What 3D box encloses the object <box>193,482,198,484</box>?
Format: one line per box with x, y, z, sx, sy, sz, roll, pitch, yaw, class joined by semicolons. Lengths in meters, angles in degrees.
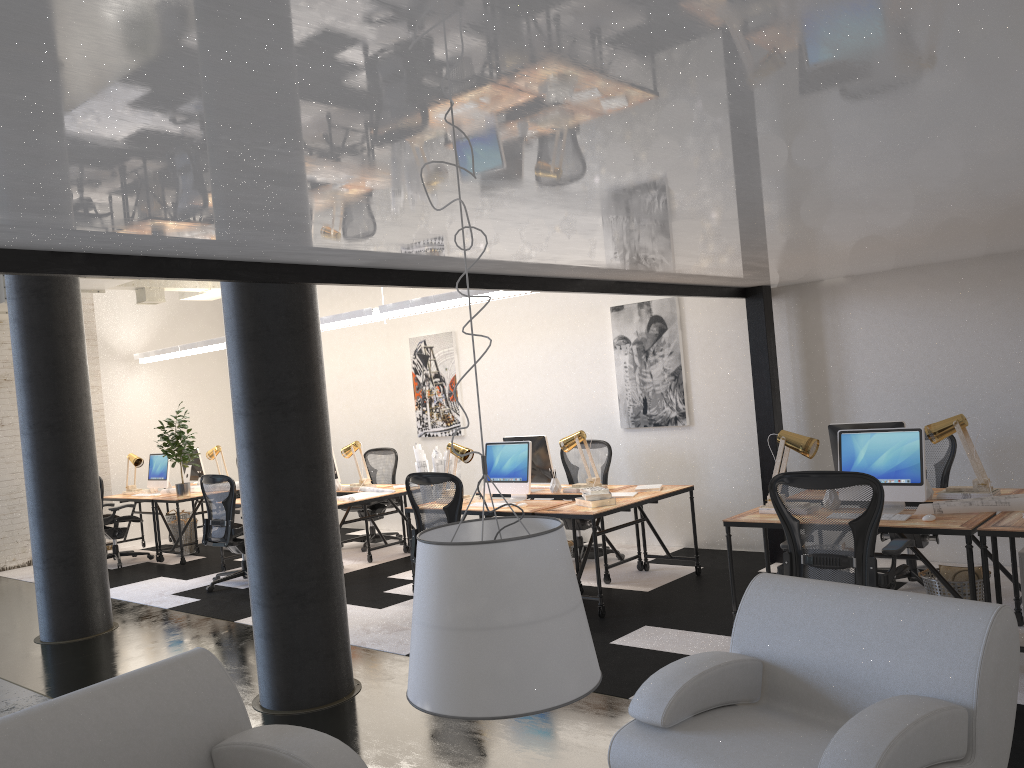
-4.154;1.302;11.681;0.059;0.029;0.106;-5;0;42;object

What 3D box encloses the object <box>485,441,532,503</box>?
-0.018;0.703;7.112;0.484;0.485;0.189;-5;1;41;object

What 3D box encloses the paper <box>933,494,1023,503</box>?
2.861;0.634;4.890;1.134;0.082;0.083;-5;0;6;paper

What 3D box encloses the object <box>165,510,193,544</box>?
-4.302;1.840;11.501;0.359;0.435;0.353;-5;0;38;object

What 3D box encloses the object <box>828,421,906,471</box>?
2.294;0.487;5.699;0.484;0.485;0.189;-5;1;41;object

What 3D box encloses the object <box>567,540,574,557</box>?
0.323;1.424;6.935;0.359;0.435;0.353;-5;0;38;object

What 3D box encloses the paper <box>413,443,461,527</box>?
-0.693;1.139;8.594;0.441;1.198;0.412;-5;1;19;paper

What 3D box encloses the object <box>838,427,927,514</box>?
2.144;0.499;5.129;0.484;0.485;0.189;-5;1;41;object

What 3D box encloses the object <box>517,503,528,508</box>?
0.079;0.920;6.743;0.059;0.029;0.106;-5;0;42;object

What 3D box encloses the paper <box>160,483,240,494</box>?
-3.641;1.224;10.373;1.134;0.082;0.083;-5;0;16;paper

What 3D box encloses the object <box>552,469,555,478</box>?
0.359;0.808;7.401;0.008;0.207;0.054;-5;1;28;object

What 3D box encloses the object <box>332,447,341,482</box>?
-2.069;0.899;9.558;0.484;0.485;0.189;-5;1;41;object

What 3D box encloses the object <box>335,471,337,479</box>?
-1.831;1.014;9.283;0.008;0.207;0.054;-5;1;6;object

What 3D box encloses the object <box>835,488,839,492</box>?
2.238;0.721;6.073;0.059;0.029;0.106;-5;0;42;object

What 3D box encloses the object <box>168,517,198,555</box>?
-3.908;1.801;10.560;0.359;0.435;0.353;-5;0;38;object

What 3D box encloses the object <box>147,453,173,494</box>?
-4.248;1.080;10.737;0.484;0.485;0.189;-5;1;41;object

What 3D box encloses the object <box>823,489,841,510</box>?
1.946;0.698;5.399;0.101;0.127;0.101;-5;0;-4;object

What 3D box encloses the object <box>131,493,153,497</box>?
-4.392;1.326;10.589;0.439;0.017;0.118;-5;0;41;object

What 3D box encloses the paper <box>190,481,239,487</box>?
-3.531;1.214;10.499;1.134;0.082;0.083;-5;0;6;paper

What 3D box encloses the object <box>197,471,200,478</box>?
-3.887;1.185;11.044;0.054;0.207;0.008;-5;1;24;object

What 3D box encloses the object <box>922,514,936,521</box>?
2.241;0.716;4.760;0.059;0.029;0.106;-5;0;42;object

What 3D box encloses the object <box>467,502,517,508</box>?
-0.162;0.950;6.964;0.439;0.017;0.118;-5;0;41;object

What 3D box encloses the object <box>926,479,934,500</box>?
2.524;0.645;5.433;0.101;0.127;0.101;-5;0;-4;object

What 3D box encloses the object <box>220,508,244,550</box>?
-3.252;1.735;10.757;0.221;0.455;0.543;-5;0;41;object

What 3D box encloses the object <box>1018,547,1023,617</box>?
3.140;1.154;5.148;0.221;0.455;0.543;-5;0;41;object

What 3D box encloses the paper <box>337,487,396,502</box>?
-1.494;1.062;8.568;0.568;0.061;0.625;-5;0;39;paper

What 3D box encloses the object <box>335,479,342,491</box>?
-1.839;1.057;9.292;0.101;0.127;0.101;-5;0;-4;object

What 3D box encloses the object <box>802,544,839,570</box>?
2.090;1.260;5.893;0.359;0.435;0.353;-5;0;38;object

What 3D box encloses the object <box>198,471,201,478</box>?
-3.871;1.185;11.026;0.008;0.207;0.054;-5;1;28;object

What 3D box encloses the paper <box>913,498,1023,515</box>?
2.751;0.643;4.765;1.134;0.082;0.083;-5;0;16;paper

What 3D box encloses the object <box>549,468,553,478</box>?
0.344;0.809;7.419;0.054;0.207;0.008;-5;1;24;object

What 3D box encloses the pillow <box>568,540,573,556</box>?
0.379;1.433;6.992;0.239;0.406;0.119;-5;1;42;pillow

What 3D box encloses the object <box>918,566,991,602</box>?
2.484;1.220;4.952;0.359;0.435;0.353;-5;0;38;object

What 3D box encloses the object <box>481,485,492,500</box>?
-0.215;0.902;7.382;0.101;0.127;0.101;-5;0;-4;object

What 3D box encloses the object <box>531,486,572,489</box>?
0.319;0.909;7.835;0.439;0.017;0.118;-5;0;41;object

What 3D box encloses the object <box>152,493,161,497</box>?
-4.151;1.297;10.368;0.059;0.029;0.106;-5;0;42;object

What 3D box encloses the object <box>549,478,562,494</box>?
0.363;0.849;7.416;0.101;0.127;0.101;-5;0;-4;object

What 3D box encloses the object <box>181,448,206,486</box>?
-4.098;1.068;11.307;0.484;0.485;0.189;-5;1;41;object

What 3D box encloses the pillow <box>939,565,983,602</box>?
2.541;1.229;5.009;0.239;0.406;0.119;-5;1;42;pillow

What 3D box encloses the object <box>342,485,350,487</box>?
-1.883;1.116;9.711;0.439;0.017;0.118;-5;0;41;object

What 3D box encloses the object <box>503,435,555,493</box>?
0.132;0.691;7.682;0.484;0.485;0.189;-5;1;41;object

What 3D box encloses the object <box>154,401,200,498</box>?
-3.773;0.737;9.993;0.514;1.078;0.438;-5;1;32;object

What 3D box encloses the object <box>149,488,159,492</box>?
-4.446;1.279;11.007;0.101;0.127;0.101;-5;0;-4;object

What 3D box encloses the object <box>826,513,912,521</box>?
2.000;0.746;4.981;0.439;0.017;0.118;-5;0;41;object

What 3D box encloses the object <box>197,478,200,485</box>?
-3.868;1.226;11.041;0.101;0.127;0.101;-5;0;-4;object

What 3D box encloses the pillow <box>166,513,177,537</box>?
-4.357;1.858;11.445;0.239;0.406;0.119;-5;1;42;pillow
